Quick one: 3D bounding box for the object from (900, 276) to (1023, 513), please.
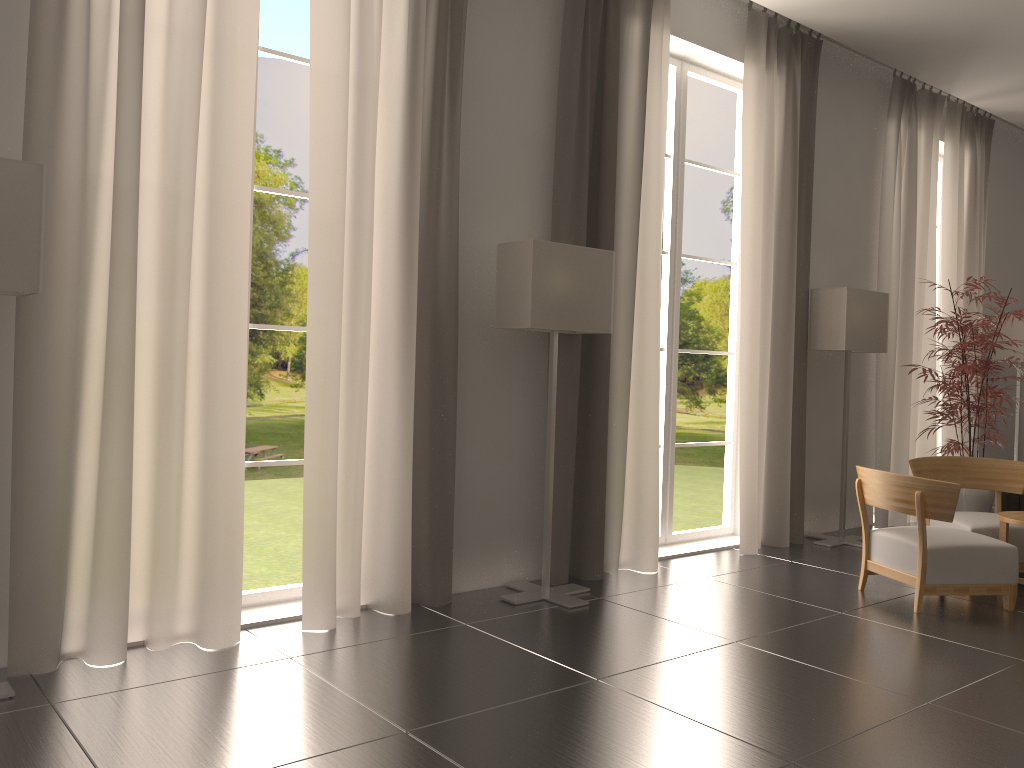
[{"bbox_3d":[5.645,0.362,11.052,1.490,3.398,1.770,2,0,36],"label":"object"}]

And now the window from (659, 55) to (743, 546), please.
[{"bbox_3d":[1.879,-0.968,10.501,2.643,5.750,0.110,2,0,-39],"label":"window"}]

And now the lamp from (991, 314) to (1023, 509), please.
[{"bbox_3d":[8.270,0.487,14.490,1.000,3.179,0.908,2,0,-39],"label":"lamp"}]

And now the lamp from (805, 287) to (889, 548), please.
[{"bbox_3d":[4.227,0.414,11.223,1.000,3.179,0.908,2,0,-39],"label":"lamp"}]

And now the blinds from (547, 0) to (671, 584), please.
[{"bbox_3d":[0.998,-1.278,8.998,1.549,6.432,0.415,2,0,-35],"label":"blinds"}]

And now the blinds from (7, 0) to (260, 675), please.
[{"bbox_3d":[-2.531,-1.342,6.146,1.549,6.432,0.415,2,0,-35],"label":"blinds"}]

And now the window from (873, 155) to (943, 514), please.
[{"bbox_3d":[5.989,-0.893,13.822,2.643,5.750,0.110,2,0,-39],"label":"window"}]

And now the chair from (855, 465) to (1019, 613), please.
[{"bbox_3d":[3.975,1.437,8.444,1.150,1.226,1.452,2,1,-14],"label":"chair"}]

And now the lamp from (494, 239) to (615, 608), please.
[{"bbox_3d":[0.358,0.344,8.096,1.000,3.179,0.908,2,0,-39],"label":"lamp"}]

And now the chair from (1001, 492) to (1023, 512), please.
[{"bbox_3d":[7.172,1.559,11.198,1.499,1.076,1.538,1,1,-39],"label":"chair"}]

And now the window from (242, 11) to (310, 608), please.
[{"bbox_3d":[-2.232,-1.043,7.179,2.643,5.750,0.110,2,0,-39],"label":"window"}]

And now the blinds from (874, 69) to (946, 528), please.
[{"bbox_3d":[5.715,-1.193,12.810,1.549,6.432,0.415,2,0,-35],"label":"blinds"}]

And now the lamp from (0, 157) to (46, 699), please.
[{"bbox_3d":[-3.344,0.277,5.105,1.000,3.179,0.908,2,0,-39],"label":"lamp"}]

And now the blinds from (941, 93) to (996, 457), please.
[{"bbox_3d":[7.033,-1.169,13.873,1.549,6.432,0.417,2,0,-43],"label":"blinds"}]

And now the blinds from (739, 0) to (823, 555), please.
[{"bbox_3d":[3.202,-1.238,10.776,1.549,6.432,0.417,2,0,-43],"label":"blinds"}]

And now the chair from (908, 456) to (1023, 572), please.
[{"bbox_3d":[5.136,1.453,9.631,1.452,1.226,1.151,2,1,-4],"label":"chair"}]

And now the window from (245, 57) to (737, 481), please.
[{"bbox_3d":[16.476,-3.006,7.921,48.610,20.581,99.160,1,1,-39],"label":"window"}]

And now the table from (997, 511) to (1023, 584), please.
[{"bbox_3d":[5.118,1.687,8.471,0.869,0.803,0.870,2,1,-16],"label":"table"}]

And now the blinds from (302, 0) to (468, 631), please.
[{"bbox_3d":[-1.029,-1.315,7.358,1.549,6.432,0.417,2,0,-43],"label":"blinds"}]
